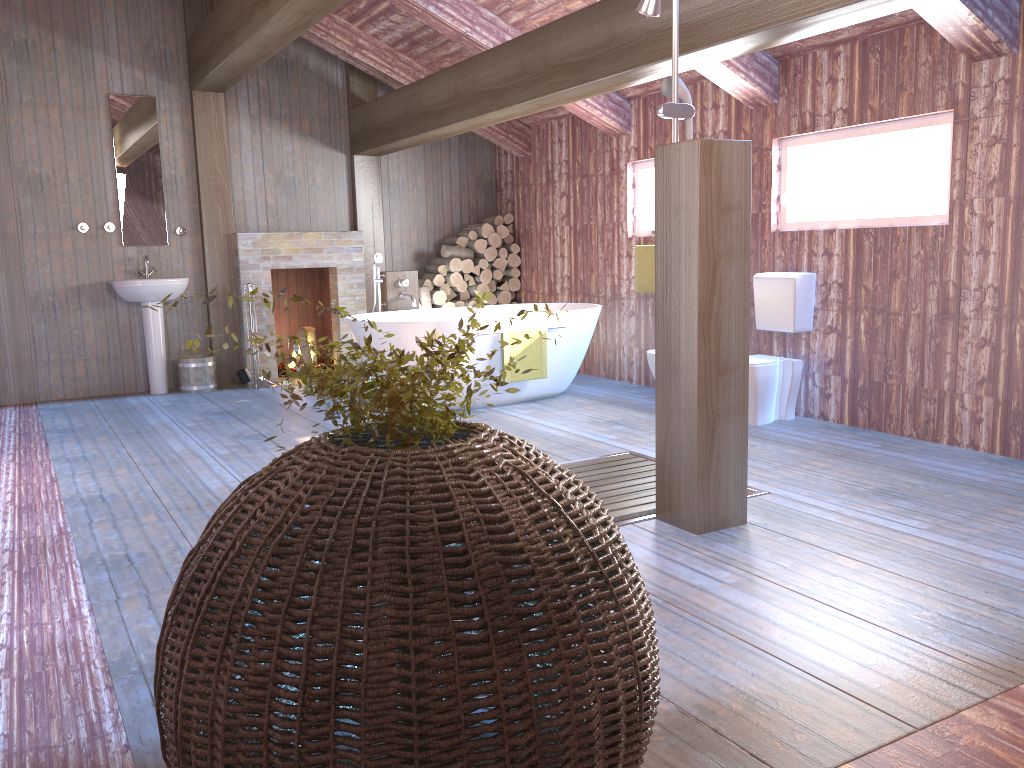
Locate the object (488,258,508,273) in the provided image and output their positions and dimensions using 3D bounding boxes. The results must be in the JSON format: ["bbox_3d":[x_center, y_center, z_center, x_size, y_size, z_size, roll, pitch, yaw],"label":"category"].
[{"bbox_3d":[-0.225,-1.161,8.684,0.172,0.151,0.482,-6,10,-28],"label":"object"}]

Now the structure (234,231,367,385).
[{"bbox_3d":[-1.876,-0.694,7.966,1.130,1.330,0.226,-7,10,-29],"label":"structure"}]

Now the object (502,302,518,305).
[{"bbox_3d":[-0.090,-0.755,8.808,0.139,0.137,0.455,-7,10,-31],"label":"object"}]

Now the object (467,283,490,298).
[{"bbox_3d":[-0.384,-0.913,8.592,0.141,0.143,0.437,-7,10,-31],"label":"object"}]

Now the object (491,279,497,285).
[{"bbox_3d":[-0.219,-0.991,8.662,0.065,0.069,0.177,-7,10,-30],"label":"object"}]

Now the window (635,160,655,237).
[{"bbox_3d":[1.295,-1.386,6.503,0.054,0.587,1.255,-6,10,-28],"label":"window"}]

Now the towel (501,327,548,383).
[{"bbox_3d":[0.090,-0.202,6.098,0.370,0.361,0.032,-7,10,-33],"label":"towel"}]

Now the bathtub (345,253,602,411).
[{"bbox_3d":[-0.241,-0.426,6.541,1.935,1.109,1.460,-3,9,-7],"label":"bathtub"}]

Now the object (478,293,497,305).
[{"bbox_3d":[-0.269,-0.831,8.641,0.114,0.113,0.301,-7,10,-31],"label":"object"}]

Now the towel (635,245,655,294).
[{"bbox_3d":[1.049,-0.865,6.697,0.032,0.361,0.370,-6,10,-29],"label":"towel"}]

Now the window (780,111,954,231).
[{"bbox_3d":[2.041,-1.201,5.161,0.054,0.587,1.255,-6,10,-28],"label":"window"}]

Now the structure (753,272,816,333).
[{"bbox_3d":[1.698,-0.515,5.552,0.182,0.363,0.358,-6,10,-28],"label":"structure"}]

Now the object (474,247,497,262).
[{"bbox_3d":[-0.307,-1.250,8.592,0.143,0.151,0.440,-6,10,-29],"label":"object"}]

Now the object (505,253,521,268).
[{"bbox_3d":[-0.083,-1.220,8.729,0.147,0.152,0.439,-6,10,-29],"label":"object"}]

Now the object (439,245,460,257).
[{"bbox_3d":[-0.590,-1.266,8.536,0.113,0.130,0.291,-6,10,-28],"label":"object"}]

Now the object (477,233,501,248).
[{"bbox_3d":[-0.277,-1.388,8.591,0.141,0.143,0.437,-7,10,-31],"label":"object"}]

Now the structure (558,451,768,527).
[{"bbox_3d":[0.458,0.499,4.123,1.000,0.067,1.000,-7,10,-29],"label":"structure"}]

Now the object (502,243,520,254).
[{"bbox_3d":[-0.073,-1.332,8.715,0.102,0.109,0.438,-6,10,-29],"label":"object"}]

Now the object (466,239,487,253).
[{"bbox_3d":[-0.404,-1.330,8.545,0.139,0.148,0.458,-6,10,-29],"label":"object"}]

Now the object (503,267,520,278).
[{"bbox_3d":[-0.070,-1.103,8.748,0.102,0.109,0.438,-6,10,-29],"label":"object"}]

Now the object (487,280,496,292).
[{"bbox_3d":[-0.278,-0.958,8.631,0.111,0.118,0.302,-7,10,-30],"label":"object"}]

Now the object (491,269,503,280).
[{"bbox_3d":[-0.239,-1.073,8.652,0.102,0.109,0.438,-6,10,-29],"label":"object"}]

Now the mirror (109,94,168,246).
[{"bbox_3d":[-3.041,-1.733,7.234,0.350,1.199,0.009,-7,10,-29],"label":"mirror"}]

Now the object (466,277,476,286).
[{"bbox_3d":[-0.444,-0.998,8.550,0.085,0.096,0.280,-6,10,-28],"label":"object"}]

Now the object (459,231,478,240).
[{"bbox_3d":[-0.421,-1.421,8.490,0.094,0.097,0.227,-6,10,-28],"label":"object"}]

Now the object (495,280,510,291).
[{"bbox_3d":[-0.175,-0.972,8.705,0.115,0.112,0.423,-6,10,-29],"label":"object"}]

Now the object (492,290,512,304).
[{"bbox_3d":[-0.176,-0.857,8.729,0.137,0.133,0.437,-7,10,-31],"label":"object"}]

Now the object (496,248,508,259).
[{"bbox_3d":[-0.186,-1.276,8.656,0.089,0.106,0.437,-6,10,-28],"label":"object"}]

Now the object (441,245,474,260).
[{"bbox_3d":[-0.514,-1.235,8.355,0.302,0.157,0.121,-6,10,-28],"label":"object"}]

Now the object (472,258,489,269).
[{"bbox_3d":[-0.372,-1.164,8.561,0.102,0.109,0.438,-6,10,-29],"label":"object"}]

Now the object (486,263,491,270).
[{"bbox_3d":[-0.296,-1.122,8.589,0.095,0.090,0.278,-6,10,-28],"label":"object"}]

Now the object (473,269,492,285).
[{"bbox_3d":[-0.351,-1.040,8.595,0.136,0.157,0.439,-6,10,-28],"label":"object"}]

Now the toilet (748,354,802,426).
[{"bbox_3d":[1.470,0.039,5.503,0.534,0.400,0.375,-6,10,-28],"label":"toilet"}]

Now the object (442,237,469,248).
[{"bbox_3d":[-0.546,-1.355,8.551,0.140,0.121,0.319,-6,10,-28],"label":"object"}]

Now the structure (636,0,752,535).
[{"bbox_3d":[0.714,-0.540,3.497,0.328,2.209,0.522,-3,9,-9],"label":"structure"}]

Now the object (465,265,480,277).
[{"bbox_3d":[-0.447,-1.085,8.528,0.109,0.124,0.424,-7,10,-30],"label":"object"}]

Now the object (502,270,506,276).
[{"bbox_3d":[-0.146,-1.101,8.756,0.088,0.092,0.280,-6,10,-28],"label":"object"}]

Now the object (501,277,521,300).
[{"bbox_3d":[-0.080,-0.939,8.776,0.137,0.256,0.439,-6,10,-29],"label":"object"}]
